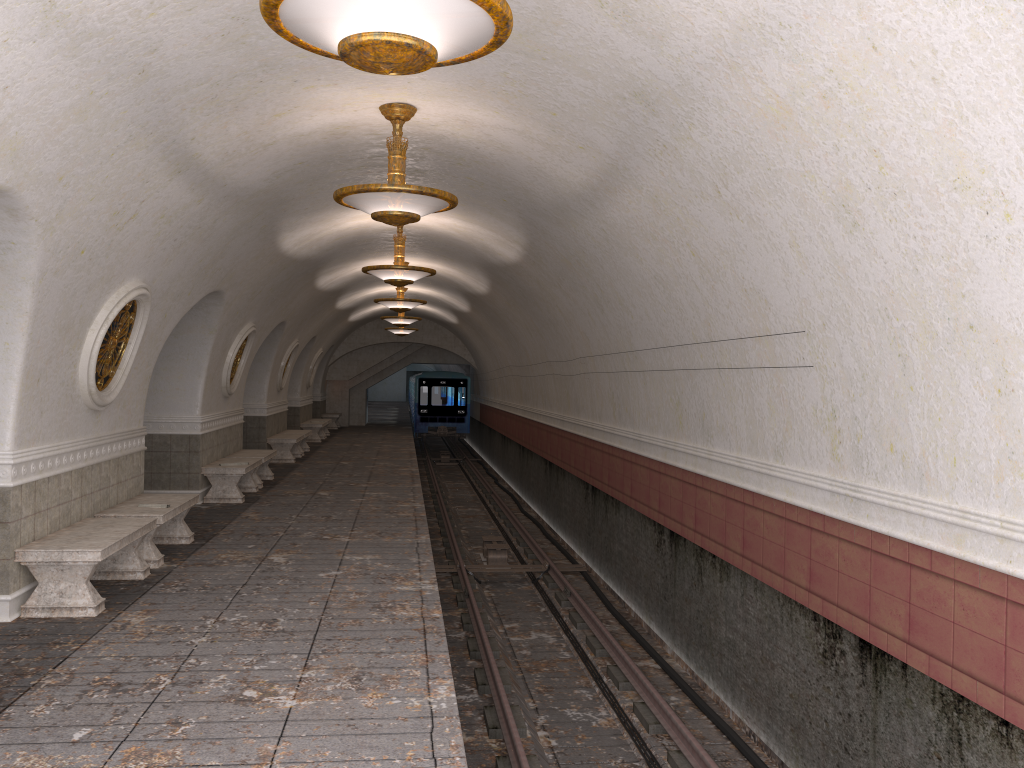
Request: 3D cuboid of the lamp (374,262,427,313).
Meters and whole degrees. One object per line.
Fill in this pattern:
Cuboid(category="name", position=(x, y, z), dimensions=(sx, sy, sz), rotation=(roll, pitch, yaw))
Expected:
Cuboid(category="lamp", position=(-2.113, -1.823, 16.836), dimensions=(1.008, 0.955, 1.008), rotation=(1, 0, 9))

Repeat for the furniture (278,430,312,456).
Cuboid(category="furniture", position=(-5.094, 1.376, 20.865), dimensions=(0.613, 0.508, 1.509), rotation=(1, 0, -7))

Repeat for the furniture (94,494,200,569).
Cuboid(category="furniture", position=(-3.634, 1.454, 8.924), dimensions=(0.613, 0.508, 1.509), rotation=(1, 0, -7))

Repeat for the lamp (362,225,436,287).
Cuboid(category="lamp", position=(-1.527, -1.791, 12.042), dimensions=(1.008, 0.955, 1.008), rotation=(1, 0, -23))

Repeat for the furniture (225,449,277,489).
Cuboid(category="furniture", position=(-4.363, 1.415, 14.888), dimensions=(0.613, 0.508, 1.509), rotation=(1, 0, -7))

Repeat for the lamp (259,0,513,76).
Cuboid(category="lamp", position=(-0.494, -1.735, 3.588), dimensions=(1.008, 0.955, 1.008), rotation=(1, 0, 39))

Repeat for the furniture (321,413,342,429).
Cuboid(category="furniture", position=(-6.378, 1.306, 31.370), dimensions=(0.613, 0.508, 1.509), rotation=(1, 0, -7))

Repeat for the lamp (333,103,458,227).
Cuboid(category="lamp", position=(-0.937, -1.759, 7.216), dimensions=(1.008, 0.955, 1.008), rotation=(1, 0, -23))

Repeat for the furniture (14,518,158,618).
Cuboid(category="furniture", position=(-3.430, 1.465, 7.255), dimensions=(0.613, 0.508, 1.509), rotation=(1, 0, -7))

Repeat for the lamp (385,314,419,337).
Cuboid(category="lamp", position=(-3.285, -1.886, 26.422), dimensions=(1.008, 0.955, 1.008), rotation=(1, 0, 39))

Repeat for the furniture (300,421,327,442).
Cuboid(category="furniture", position=(-5.613, 1.348, 25.114), dimensions=(0.613, 0.508, 1.509), rotation=(1, 0, -7))

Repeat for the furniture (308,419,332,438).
Cuboid(category="furniture", position=(-5.817, 1.337, 26.783), dimensions=(0.613, 0.508, 1.509), rotation=(1, 0, -7))

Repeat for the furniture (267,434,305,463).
Cuboid(category="furniture", position=(-4.890, 1.387, 19.195), dimensions=(0.613, 0.508, 1.509), rotation=(1, 0, -7))

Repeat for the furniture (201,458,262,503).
Cuboid(category="furniture", position=(-4.159, 1.426, 13.219), dimensions=(0.613, 0.508, 1.509), rotation=(1, 0, -7))

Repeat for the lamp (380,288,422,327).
Cuboid(category="lamp", position=(-2.699, -1.854, 21.628), dimensions=(1.008, 0.955, 1.008), rotation=(1, 0, 9))
